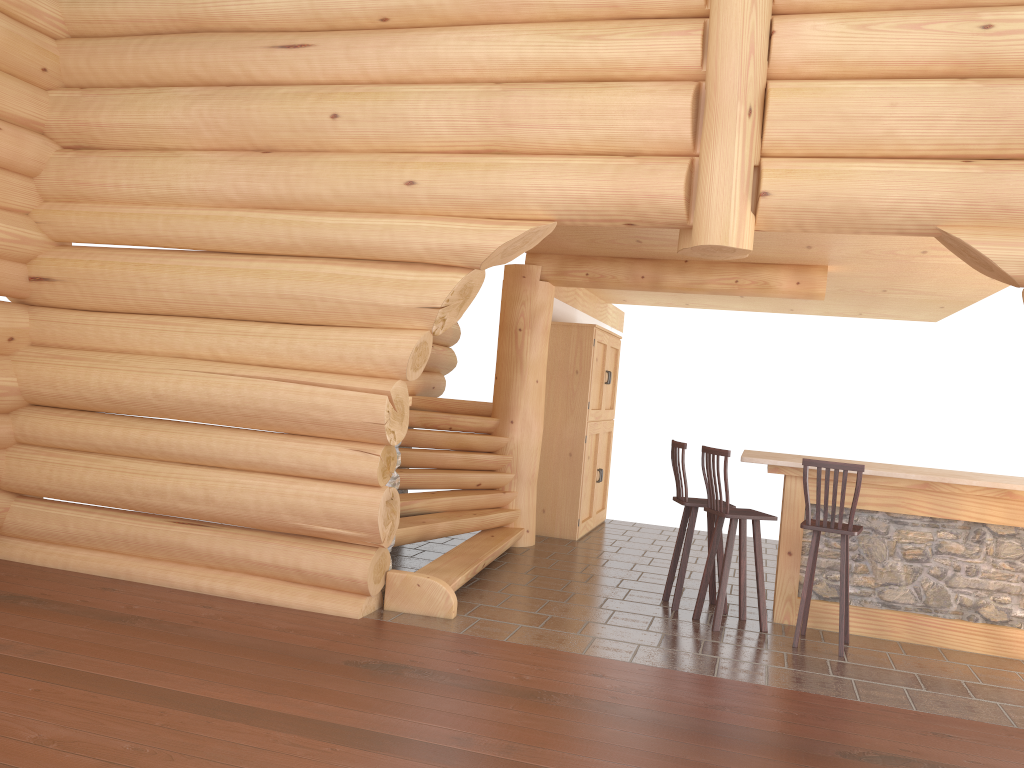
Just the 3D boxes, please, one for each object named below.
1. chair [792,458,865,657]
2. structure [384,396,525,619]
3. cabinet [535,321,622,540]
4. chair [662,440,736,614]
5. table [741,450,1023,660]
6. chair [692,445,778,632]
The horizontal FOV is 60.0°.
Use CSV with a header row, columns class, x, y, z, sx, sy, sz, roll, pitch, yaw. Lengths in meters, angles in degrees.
class,x,y,z,sx,sy,sz,roll,pitch,yaw
chair,2.249,1.199,6.294,0.406,1.319,0.504,5,0,26
structure,-0.983,0.767,8.092,1.951,1.643,3.604,5,0,10
cabinet,0.811,0.537,10.768,0.670,2.403,1.847,5,0,16
chair,1.497,1.136,7.140,0.504,1.319,0.406,5,0,-4
table,3.409,1.331,6.942,3.220,1.257,1.196,5,0,16
chair,1.661,1.149,6.645,0.504,1.319,0.406,5,0,-16
